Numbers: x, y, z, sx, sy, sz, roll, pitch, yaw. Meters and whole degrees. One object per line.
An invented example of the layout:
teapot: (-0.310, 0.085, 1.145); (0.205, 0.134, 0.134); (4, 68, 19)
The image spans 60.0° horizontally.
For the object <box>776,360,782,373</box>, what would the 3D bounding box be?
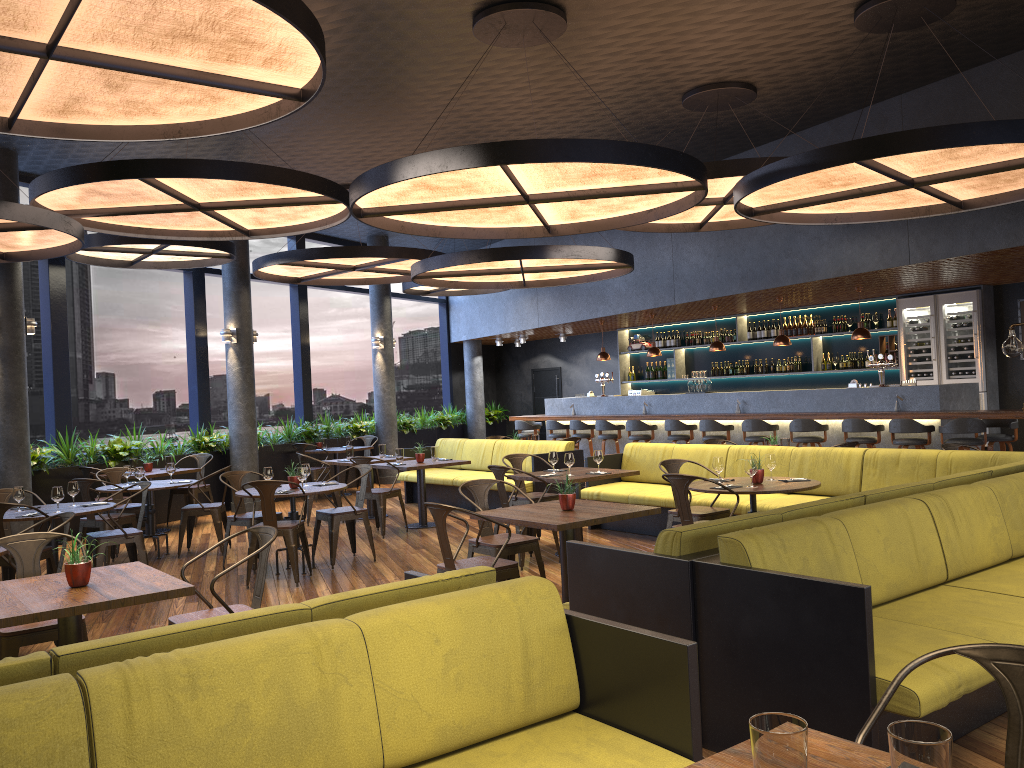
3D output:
object: (4.418, -0.289, 14.660); (0.088, 0.224, 0.088); (-3, -1, 22)

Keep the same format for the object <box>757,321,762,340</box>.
object: (4.165, -0.898, 14.920); (0.085, 0.310, 0.086); (-3, -1, -4)

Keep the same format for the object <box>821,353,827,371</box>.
object: (4.936, -0.347, 14.042); (0.079, 0.281, 0.079); (-2, -1, -34)

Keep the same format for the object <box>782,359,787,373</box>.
object: (4.483, -0.293, 14.575); (0.088, 0.224, 0.088); (-2, -1, -23)

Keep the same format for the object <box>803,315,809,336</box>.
object: (4.702, -0.940, 14.196); (0.084, 0.330, 0.084); (-2, -1, -31)

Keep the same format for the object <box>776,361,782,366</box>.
object: (4.460, -0.281, 14.787); (0.097, 0.206, 0.097); (-3, -1, -6)

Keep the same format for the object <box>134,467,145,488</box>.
object: (-3.814, 0.955, 9.084); (0.097, 0.206, 0.097); (-3, -1, 21)

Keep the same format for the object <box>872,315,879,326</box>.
object: (5.439, -0.920, 13.263); (0.097, 0.206, 0.097); (-3, -1, 21)

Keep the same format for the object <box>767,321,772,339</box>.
object: (4.311, -0.905, 14.880); (0.085, 0.310, 0.086); (-2, -1, -26)

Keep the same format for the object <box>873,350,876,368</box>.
object: (5.455, -0.379, 13.364); (0.079, 0.281, 0.079); (-2, -1, -44)

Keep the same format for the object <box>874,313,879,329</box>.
object: (5.502, -0.945, 13.383); (0.063, 0.254, 0.063); (-2, -1, -30)

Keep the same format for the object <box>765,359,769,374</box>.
object: (4.291, -0.295, 14.952); (0.063, 0.254, 0.063); (-3, -1, 25)

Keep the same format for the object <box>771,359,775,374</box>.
object: (4.369, -0.300, 14.862); (0.063, 0.254, 0.063); (-3, -1, 10)

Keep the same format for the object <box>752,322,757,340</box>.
object: (4.135, -0.895, 15.108); (0.085, 0.310, 0.086); (-2, -1, -23)

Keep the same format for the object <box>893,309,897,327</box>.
object: (5.659, -0.969, 13.065); (0.079, 0.281, 0.079); (-3, -1, 21)

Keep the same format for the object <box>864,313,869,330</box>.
object: (5.330, -0.938, 13.336); (0.063, 0.254, 0.063); (-3, -1, -10)

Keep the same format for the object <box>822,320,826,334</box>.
object: (4.897, -0.898, 13.941); (0.056, 0.227, 0.056); (-3, -1, 39)

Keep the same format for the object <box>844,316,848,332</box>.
object: (5.165, -0.927, 13.739); (0.063, 0.254, 0.063); (-3, -1, 40)

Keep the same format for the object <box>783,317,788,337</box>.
object: (4.469, -0.926, 14.503); (0.084, 0.330, 0.084); (-2, -1, -31)

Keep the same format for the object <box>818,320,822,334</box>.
object: (4.860, -0.896, 13.990); (0.056, 0.227, 0.056); (-3, -1, 29)

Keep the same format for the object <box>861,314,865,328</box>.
object: (5.321, -0.937, 13.448); (0.063, 0.254, 0.063); (-3, -1, 5)

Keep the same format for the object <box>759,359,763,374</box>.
object: (4.187, -0.291, 14.905); (0.063, 0.254, 0.063); (-3, -1, 0)

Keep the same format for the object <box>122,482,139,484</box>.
object: (-4.082, 1.066, 9.577); (0.255, 0.019, 0.157); (-3, -1, 39)

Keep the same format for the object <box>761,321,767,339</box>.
object: (4.219, -0.901, 14.845); (0.085, 0.310, 0.086); (-3, -1, -10)

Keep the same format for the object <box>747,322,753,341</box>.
object: (4.042, -0.891, 15.073); (0.085, 0.310, 0.086); (-3, -1, -10)

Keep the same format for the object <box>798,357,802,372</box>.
object: (4.685, -0.319, 14.427); (0.063, 0.254, 0.063); (-3, -1, 25)

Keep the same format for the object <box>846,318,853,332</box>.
object: (5.172, -0.905, 13.586); (0.097, 0.206, 0.097); (-3, -1, 21)

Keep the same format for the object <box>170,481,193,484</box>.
object: (-3.527, 1.038, 9.397); (0.255, 0.019, 0.157); (-3, -1, -6)

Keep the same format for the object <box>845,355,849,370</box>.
object: (5.201, -0.334, 13.747); (0.088, 0.224, 0.088); (-2, -1, -43)

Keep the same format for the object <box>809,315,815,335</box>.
object: (4.817, -0.945, 14.251); (0.084, 0.330, 0.084); (-2, -1, -31)

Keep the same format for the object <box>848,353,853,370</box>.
object: (5.176, -0.349, 13.572); (0.063, 0.254, 0.063); (-2, -1, -35)

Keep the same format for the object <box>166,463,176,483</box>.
object: (-3.659, 0.952, 9.517); (0.097, 0.206, 0.097); (-2, -1, -33)

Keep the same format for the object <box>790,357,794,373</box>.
object: (4.583, -0.313, 14.503); (0.063, 0.254, 0.063); (-3, -1, -10)

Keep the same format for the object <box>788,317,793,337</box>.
object: (4.527, -0.930, 14.429); (0.084, 0.330, 0.084); (-2, -1, -31)

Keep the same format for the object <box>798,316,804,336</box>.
object: (4.642, -0.936, 14.271); (0.084, 0.330, 0.084); (-2, -1, -31)

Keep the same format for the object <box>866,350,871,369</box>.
object: (5.398, -0.375, 13.439); (0.079, 0.281, 0.079); (-3, -1, 26)

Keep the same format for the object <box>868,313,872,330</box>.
object: (5.401, -0.940, 13.409); (0.063, 0.254, 0.063); (-3, -1, 15)

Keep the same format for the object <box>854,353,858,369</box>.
object: (5.296, -0.353, 13.683); (0.063, 0.254, 0.063); (-3, -1, 15)

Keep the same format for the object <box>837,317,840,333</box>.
object: (5.094, -0.922, 13.829); (0.063, 0.254, 0.063); (-3, -1, 15)

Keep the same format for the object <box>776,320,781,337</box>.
object: (4.428, -0.912, 14.732); (0.085, 0.310, 0.086); (-3, -1, 3)

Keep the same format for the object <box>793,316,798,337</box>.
object: (4.583, -0.933, 14.355); (0.084, 0.330, 0.084); (-2, -1, -31)

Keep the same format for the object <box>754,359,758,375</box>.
object: (4.126, -0.287, 14.985); (0.063, 0.254, 0.063); (-3, -1, 25)

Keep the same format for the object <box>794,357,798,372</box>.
object: (4.595, -0.315, 14.369); (0.063, 0.254, 0.063); (-2, -1, -30)

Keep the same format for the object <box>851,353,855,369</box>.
object: (5.236, -0.351, 13.626); (0.063, 0.254, 0.063); (-3, -1, -10)

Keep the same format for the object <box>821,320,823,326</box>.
object: (4.907, -0.898, 14.027); (0.056, 0.227, 0.056); (-3, -1, 14)

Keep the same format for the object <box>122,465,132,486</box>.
object: (-4.081, 0.970, 9.404); (0.097, 0.206, 0.097); (-3, -1, 39)

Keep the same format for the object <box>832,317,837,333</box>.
object: (5.011, -0.919, 13.773); (0.063, 0.254, 0.063); (-2, -1, -40)

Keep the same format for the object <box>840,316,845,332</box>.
object: (5.091, -0.924, 13.681); (0.063, 0.254, 0.063); (-3, -1, 25)

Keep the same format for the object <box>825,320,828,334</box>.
object: (4.945, -0.900, 13.978); (0.056, 0.227, 0.056); (-2, -1, -36)

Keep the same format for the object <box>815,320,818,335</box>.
object: (4.822, -0.894, 14.037); (0.056, 0.227, 0.056); (-3, -1, 14)

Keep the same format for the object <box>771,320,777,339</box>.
object: (4.339, -0.908, 14.692); (0.085, 0.310, 0.086); (-3, -1, -4)

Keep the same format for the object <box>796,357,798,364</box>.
object: (4.660, -0.316, 14.540); (0.063, 0.254, 0.063); (-3, -1, -10)

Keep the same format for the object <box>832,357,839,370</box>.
object: (5.039, -0.317, 13.820); (0.097, 0.206, 0.097); (-3, -1, 21)

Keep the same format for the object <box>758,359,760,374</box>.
object: (4.215, -0.291, 15.051); (0.063, 0.254, 0.063); (-3, -1, 40)

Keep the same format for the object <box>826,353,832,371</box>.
object: (4.992, -0.350, 13.968); (0.079, 0.281, 0.079); (-3, -1, 31)

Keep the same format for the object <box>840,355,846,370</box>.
object: (5.105, -0.329, 13.692); (0.088, 0.224, 0.088); (-3, -1, 22)

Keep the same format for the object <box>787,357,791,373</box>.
object: (4.507, -0.310, 14.443); (0.063, 0.254, 0.063); (-2, -1, -45)

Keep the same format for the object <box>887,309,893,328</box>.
object: (5.601, -0.965, 13.140); (0.079, 0.281, 0.079); (-2, -1, -29)
